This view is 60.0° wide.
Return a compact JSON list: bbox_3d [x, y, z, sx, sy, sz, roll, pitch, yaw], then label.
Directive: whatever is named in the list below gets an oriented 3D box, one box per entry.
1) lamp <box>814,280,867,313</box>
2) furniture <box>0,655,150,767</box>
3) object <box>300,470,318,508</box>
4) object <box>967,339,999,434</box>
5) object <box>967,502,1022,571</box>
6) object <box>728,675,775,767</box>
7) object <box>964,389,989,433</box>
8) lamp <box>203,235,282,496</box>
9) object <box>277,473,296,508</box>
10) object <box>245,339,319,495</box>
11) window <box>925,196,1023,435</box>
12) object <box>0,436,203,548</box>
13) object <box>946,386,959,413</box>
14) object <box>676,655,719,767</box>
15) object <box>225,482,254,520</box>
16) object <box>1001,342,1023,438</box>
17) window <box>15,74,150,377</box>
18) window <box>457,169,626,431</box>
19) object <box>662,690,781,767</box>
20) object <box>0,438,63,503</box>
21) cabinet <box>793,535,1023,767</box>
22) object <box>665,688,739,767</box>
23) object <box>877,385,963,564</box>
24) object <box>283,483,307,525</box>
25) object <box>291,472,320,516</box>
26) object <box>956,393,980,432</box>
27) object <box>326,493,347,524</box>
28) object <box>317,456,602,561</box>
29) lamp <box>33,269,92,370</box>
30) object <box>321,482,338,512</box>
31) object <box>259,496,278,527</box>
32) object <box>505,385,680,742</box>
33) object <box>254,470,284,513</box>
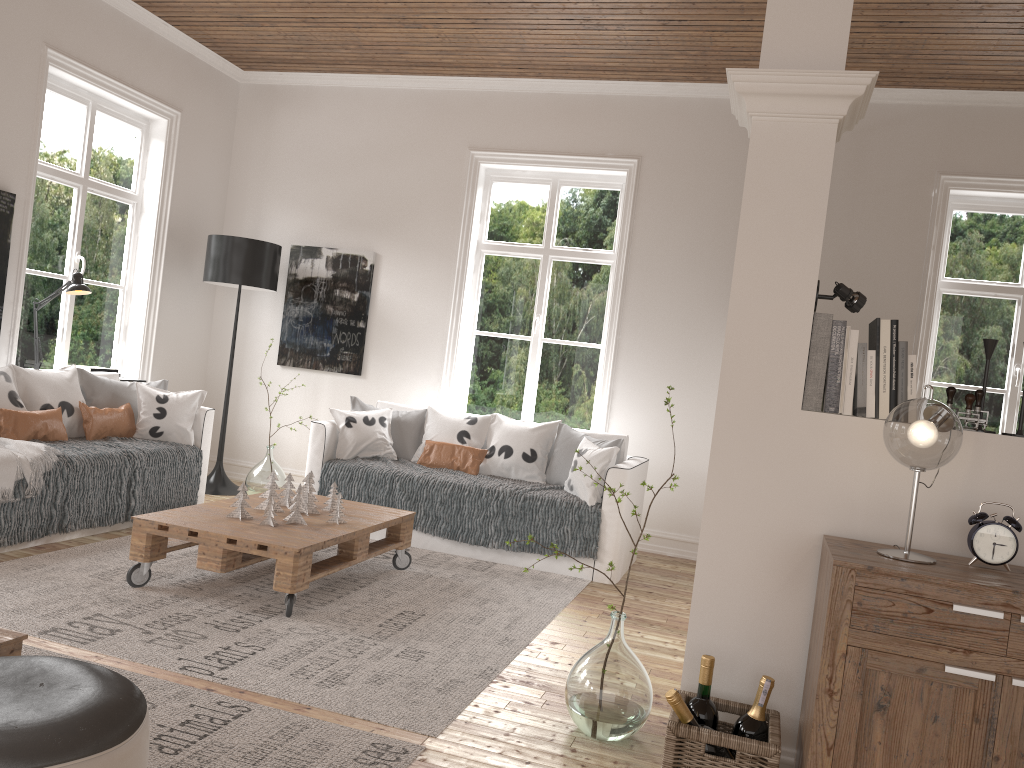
[{"bbox_3d":[0.998,-0.261,2.705,0.156,0.101,0.101,7,1,16],"label":"lamp"},{"bbox_3d":[-0.926,0.745,1.558,0.518,0.430,0.518,7,1,19],"label":"furniture"},{"bbox_3d":[-1.001,0.513,4.385,0.090,0.176,0.090,7,1,-22],"label":"object"},{"bbox_3d":[1.315,0.005,2.467,0.085,0.259,0.085,6,1,-33],"label":"object"},{"bbox_3d":[1.188,0.374,2.187,0.120,0.165,0.050,7,1,16],"label":"object"},{"bbox_3d":[0.612,0.945,2.348,0.127,0.361,0.094,7,1,16],"label":"object"},{"bbox_3d":[1.273,0.073,2.425,0.058,0.117,0.032,7,1,27],"label":"object"},{"bbox_3d":[-1.976,-0.129,6.234,0.499,1.754,0.499,7,1,13],"label":"lamp"},{"bbox_3d":[-1.083,0.511,4.302,0.095,0.164,0.090,7,1,23],"label":"object"},{"bbox_3d":[-1.549,0.257,6.103,0.275,1.117,0.515,8,1,33],"label":"object"},{"bbox_3d":[3.117,-0.198,5.443,1.055,1.872,0.120,7,1,16],"label":"window"},{"bbox_3d":[-2.357,0.493,4.540,0.651,0.423,1.680,7,1,17],"label":"object"},{"bbox_3d":[1.213,0.065,2.461,0.058,0.117,0.032,7,1,-10],"label":"object"},{"bbox_3d":[0.503,0.917,2.378,0.095,0.377,0.095,6,1,-38],"label":"object"},{"bbox_3d":[-1.182,0.507,3.886,0.093,0.161,0.088,7,1,25],"label":"object"},{"bbox_3d":[1.397,0.016,2.413,0.085,0.259,0.085,6,1,-33],"label":"object"},{"bbox_3d":[-2.774,-0.924,5.696,0.120,1.872,1.055,7,1,16],"label":"window"},{"bbox_3d":[0.198,-0.570,6.299,1.055,1.872,0.120,7,1,16],"label":"window"},{"bbox_3d":[0.538,0.996,2.299,0.276,0.270,0.276,7,1,16],"label":"object"},{"bbox_3d":[-2.473,0.350,4.117,0.729,0.255,0.588,7,1,20],"label":"object"},{"bbox_3d":[1.428,0.866,2.028,1.432,0.750,0.408,7,1,16],"label":"cabinet"},{"bbox_3d":[0.509,0.948,2.249,0.284,0.332,0.095,7,1,-5],"label":"object"},{"bbox_3d":[1.016,0.533,2.284,0.180,1.062,0.395,8,1,31],"label":"object"},{"bbox_3d":[-0.952,0.526,3.932,0.097,0.178,0.103,7,1,-21],"label":"object"},{"bbox_3d":[-0.962,0.512,4.177,0.107,0.195,0.113,7,1,23],"label":"object"},{"bbox_3d":[1.229,0.075,2.388,0.058,0.102,0.032,7,1,11],"label":"object"},{"bbox_3d":[-0.792,0.562,4.043,0.072,0.142,0.073,7,1,24],"label":"object"},{"bbox_3d":[-0.255,0.696,5.325,1.704,0.390,0.656,7,1,16],"label":"object"},{"bbox_3d":[-2.721,-0.347,5.303,0.439,0.703,0.196,7,1,16],"label":"lamp"},{"bbox_3d":[-0.869,0.545,4.308,0.075,0.147,0.075,6,1,-42],"label":"object"},{"bbox_3d":[-1.042,0.544,3.822,0.068,0.124,0.072,7,1,1],"label":"object"},{"bbox_3d":[0.240,0.534,2.733,0.515,1.117,0.275,7,1,-17],"label":"object"},{"bbox_3d":[-1.122,0.494,4.132,0.106,0.193,0.112,8,1,44],"label":"object"}]
